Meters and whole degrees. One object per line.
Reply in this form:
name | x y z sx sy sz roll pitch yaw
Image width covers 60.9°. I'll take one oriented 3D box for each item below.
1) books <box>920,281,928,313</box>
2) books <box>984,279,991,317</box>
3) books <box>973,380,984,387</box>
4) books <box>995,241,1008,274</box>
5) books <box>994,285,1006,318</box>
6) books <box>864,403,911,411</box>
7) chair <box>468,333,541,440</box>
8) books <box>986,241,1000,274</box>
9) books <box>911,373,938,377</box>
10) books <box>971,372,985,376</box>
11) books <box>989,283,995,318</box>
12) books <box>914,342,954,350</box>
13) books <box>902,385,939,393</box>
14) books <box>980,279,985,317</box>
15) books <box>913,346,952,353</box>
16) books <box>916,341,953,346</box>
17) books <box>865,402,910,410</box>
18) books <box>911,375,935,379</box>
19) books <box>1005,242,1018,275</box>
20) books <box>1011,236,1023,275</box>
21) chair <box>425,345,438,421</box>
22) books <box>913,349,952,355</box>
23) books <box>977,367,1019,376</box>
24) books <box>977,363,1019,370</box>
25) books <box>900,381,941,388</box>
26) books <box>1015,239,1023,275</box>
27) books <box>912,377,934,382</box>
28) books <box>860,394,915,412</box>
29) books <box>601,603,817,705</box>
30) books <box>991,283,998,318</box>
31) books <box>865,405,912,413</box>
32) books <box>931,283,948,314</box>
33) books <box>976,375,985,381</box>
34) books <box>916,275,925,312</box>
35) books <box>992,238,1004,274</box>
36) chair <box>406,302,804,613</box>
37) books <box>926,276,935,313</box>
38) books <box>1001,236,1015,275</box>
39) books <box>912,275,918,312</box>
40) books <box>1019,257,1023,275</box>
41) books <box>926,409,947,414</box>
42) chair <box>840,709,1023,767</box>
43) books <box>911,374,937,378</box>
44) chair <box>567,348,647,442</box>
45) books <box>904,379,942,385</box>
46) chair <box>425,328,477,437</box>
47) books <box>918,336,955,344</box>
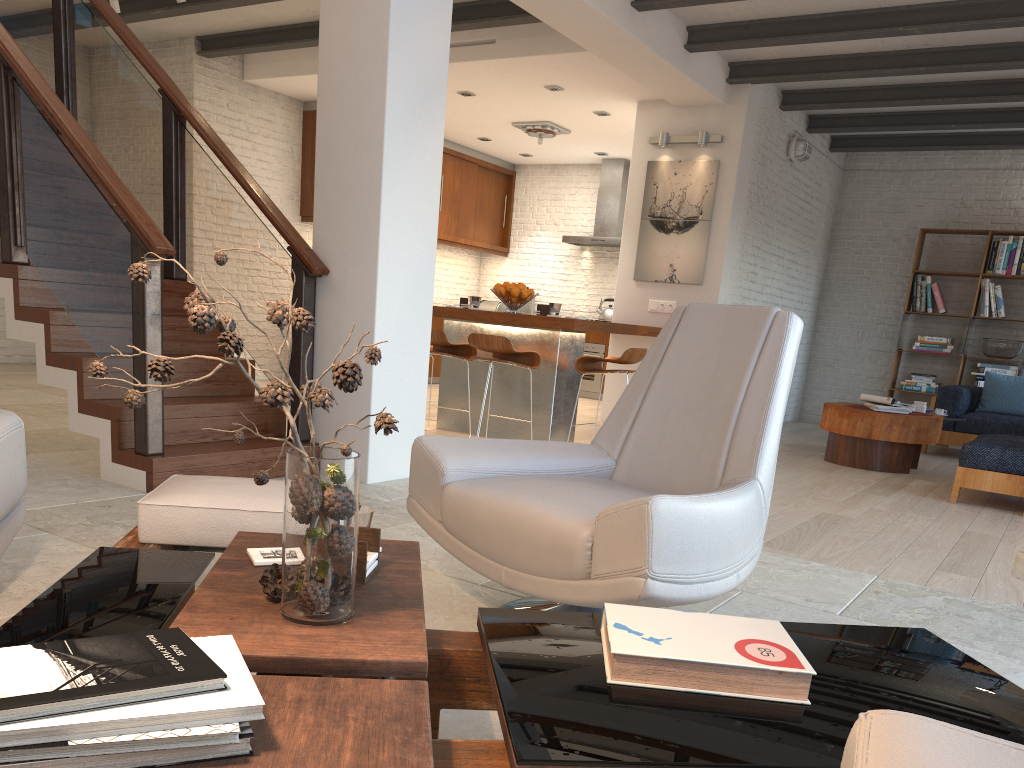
books | 4.482 -0.940 9.460 0.100 0.345 0.250 14 14 32
books | 4.973 -0.889 9.115 0.101 0.397 0.239 14 14 32
books | 5.099 0.013 9.204 0.376 0.067 0.239 7 5 18
books | 5.054 -1.287 8.988 0.054 0.341 0.250 14 14 32
books | 5.076 -0.849 9.062 0.155 0.340 0.250 13 13 32
books | 2.959 0.182 6.882 0.252 0.011 0.309 6 4 2
chair | -0.104 0.056 6.017 0.397 0.801 0.414 13 14 31
books | 4.999 -1.297 9.043 0.054 0.341 0.250 14 14 32
books | 4.526 -0.100 9.565 0.248 0.018 0.160 8 5 32
books | 5.099 -0.088 9.186 0.437 0.021 0.268 8 5 32
books | 5.021 -0.866 9.100 0.122 0.361 0.267 14 13 32
books | 4.576 -0.412 9.450 0.375 0.038 0.240 8 5 25
books | 4.510 0.054 9.595 0.319 0.057 0.253 10 7 42
books | 4.954 -0.895 9.153 0.099 0.397 0.239 14 14 32
books | 4.567 -0.376 9.470 0.375 0.038 0.240 8 5 27
books | 4.588 -0.441 9.460 0.350 0.021 0.268 8 5 30
books | 2.954 0.171 6.873 0.252 0.011 0.309 6 4 7
books | 4.527 -0.075 9.593 0.233 0.019 0.168 8 5 25
books | 5.142 -1.276 8.956 0.054 0.341 0.250 14 14 32
books | 5.173 -1.298 8.908 0.036 0.397 0.239 14 15 32
chair | -0.728 -0.081 7.017 0.415 0.801 0.397 13 14 31
books | 4.576 -0.346 9.478 0.350 0.021 0.268 8 5 32
books | 5.120 -0.130 9.185 0.375 0.067 0.240 8 6 26
books | 5.119 -0.182 9.171 0.373 0.038 0.241 8 5 32
books | 4.501 0.005 9.600 0.373 0.038 0.241 8 5 32
books | 5.209 -1.294 8.898 0.036 0.397 0.239 14 15 32
books | 4.525 -0.047 9.591 0.202 0.035 0.130 8 6 32
books | 2.989 0.155 6.941 0.273 0.112 0.312 3 6 -25
books | 0.325 0.461 1.513 0.326 0.058 0.247 6 5 2
books | 5.045 -0.864 9.097 0.122 0.361 0.267 14 13 32
books | 2.973 0.193 6.897 0.252 0.011 0.309 6 4 2
books | 4.600 -0.915 9.381 0.191 0.330 0.250 13 13 32
books | 5.075 -0.051 9.194 0.322 0.057 0.250 8 5 27
books | 4.431 -0.972 9.464 0.089 0.398 0.239 14 14 32
books | 5.032 -1.306 9.019 0.020 0.371 0.267 14 14 32
chair | 0.355 0.249 2.612 0.966 1.051 0.999 -3 13 -41
books | 4.513 -0.957 9.400 0.119 0.394 0.239 14 14 32
books | 5.097 -1.309 8.961 0.036 0.397 0.239 14 15 32
books | 4.395 -0.975 9.477 0.089 0.398 0.239 14 14 32
books | 5.237 -1.260 8.869 0.054 0.341 0.250 14 14 32
books | 3.736 0.240 7.791 0.232 0.023 0.157 5 5 -10
chair | 0.669 0.454 0.380 0.976 1.033 1.000 8 10 16
books | 4.530 -0.087 9.580 0.239 0.008 0.154 8 5 32
chair | 0.695 0.121 6.152 0.415 0.801 0.397 13 14 31
books | 4.511 -0.021 9.577 0.375 0.019 0.240 7 5 24
chair | -0.553 -0.008 6.290 0.397 0.801 0.414 13 14 31
books | 4.597 -0.478 9.445 0.321 0.057 0.251 9 6 34
